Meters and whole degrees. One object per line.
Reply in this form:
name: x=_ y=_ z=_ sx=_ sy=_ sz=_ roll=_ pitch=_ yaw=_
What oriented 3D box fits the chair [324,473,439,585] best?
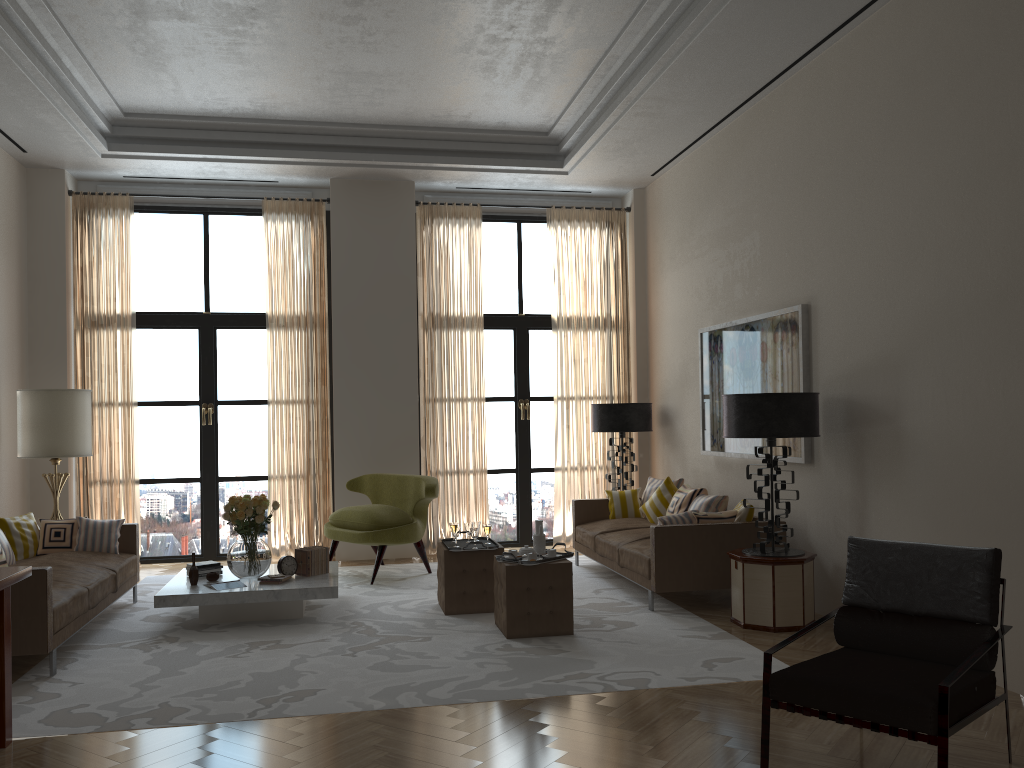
chair: x=-1.649 y=1.712 z=10.631 sx=1.029 sy=1.213 sz=1.791 roll=0 pitch=-2 yaw=-44

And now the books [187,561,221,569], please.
books: x=-3.049 y=1.787 z=8.760 sx=0.260 sy=0.030 sz=0.207 roll=1 pitch=-3 yaw=-44

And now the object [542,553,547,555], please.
object: x=0.289 y=1.503 z=7.822 sx=0.053 sy=0.025 sz=0.049 roll=1 pitch=-3 yaw=-44

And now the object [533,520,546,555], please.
object: x=0.241 y=1.368 z=7.907 sx=0.113 sy=0.305 sz=0.125 roll=-1 pitch=-1 yaw=26

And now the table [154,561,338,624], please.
table: x=-2.499 y=2.050 z=8.645 sx=1.583 sy=0.343 sz=1.501 roll=-1 pitch=-2 yaw=-11

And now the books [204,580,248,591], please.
books: x=-2.653 y=1.846 z=8.187 sx=0.281 sy=0.038 sz=0.384 roll=1 pitch=-3 yaw=-38

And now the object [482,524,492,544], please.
object: x=-0.239 y=1.470 z=8.682 sx=0.098 sy=0.191 sz=0.098 roll=-1 pitch=-1 yaw=15

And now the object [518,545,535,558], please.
object: x=0.127 y=1.465 z=7.793 sx=0.176 sy=0.105 sz=0.136 roll=0 pitch=-2 yaw=-15

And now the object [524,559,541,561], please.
object: x=0.165 y=1.492 z=7.486 sx=0.187 sy=0.015 sz=0.041 roll=0 pitch=-2 yaw=-24

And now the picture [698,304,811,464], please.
picture: x=2.490 y=0.046 z=9.330 sx=0.080 sy=1.480 sz=2.268 roll=-1 pitch=-2 yaw=-13

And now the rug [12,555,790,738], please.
rug: x=-1.181 y=2.158 z=8.484 sx=5.517 sy=0.065 sz=5.735 roll=-1 pitch=-2 yaw=-11

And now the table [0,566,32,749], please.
table: x=-3.363 y=1.521 z=3.222 sx=1.800 sy=1.026 sz=3.803 roll=-1 pitch=-2 yaw=-11

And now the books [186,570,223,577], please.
books: x=-3.041 y=1.869 z=8.767 sx=0.280 sy=0.035 sz=0.207 roll=1 pitch=-3 yaw=-44

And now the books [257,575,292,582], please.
books: x=-2.232 y=1.827 z=8.347 sx=0.255 sy=0.026 sz=0.202 roll=-2 pitch=-2 yaw=14

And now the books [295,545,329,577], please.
books: x=-1.974 y=1.744 z=8.744 sx=0.210 sy=0.264 sz=0.282 roll=-2 pitch=-2 yaw=39

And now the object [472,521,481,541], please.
object: x=-0.358 y=1.481 z=8.921 sx=0.098 sy=0.191 sz=0.098 roll=-2 pitch=-1 yaw=36

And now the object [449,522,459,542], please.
object: x=-0.578 y=1.482 z=8.842 sx=0.098 sy=0.191 sz=0.098 roll=0 pitch=-1 yaw=-28

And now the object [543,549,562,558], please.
object: x=0.348 y=1.478 z=7.742 sx=0.176 sy=0.067 sz=0.176 roll=-1 pitch=-2 yaw=-12

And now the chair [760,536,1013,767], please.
chair: x=1.927 y=1.416 z=4.507 sx=0.877 sy=1.135 sz=1.134 roll=-2 pitch=-2 yaw=44

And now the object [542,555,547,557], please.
object: x=0.318 y=1.503 z=7.801 sx=0.041 sy=0.015 sz=0.187 roll=-2 pitch=-3 yaw=30

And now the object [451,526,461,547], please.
object: x=-0.536 y=1.467 z=8.496 sx=0.098 sy=0.191 sz=0.098 roll=-1 pitch=-1 yaw=15

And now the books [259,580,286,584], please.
books: x=-2.242 y=1.851 z=8.344 sx=0.197 sy=0.024 sz=0.256 roll=-1 pitch=-2 yaw=6

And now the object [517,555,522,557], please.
object: x=0.055 y=1.483 z=7.602 sx=0.052 sy=0.027 sz=0.080 roll=-2 pitch=-2 yaw=36

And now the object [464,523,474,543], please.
object: x=-0.428 y=1.477 z=8.797 sx=0.098 sy=0.191 sz=0.098 roll=-1 pitch=-1 yaw=-11

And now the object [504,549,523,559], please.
object: x=0.008 y=1.467 z=7.649 sx=0.176 sy=0.067 sz=0.176 roll=0 pitch=-3 yaw=-35

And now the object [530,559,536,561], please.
object: x=0.176 y=1.489 z=7.452 sx=0.053 sy=0.025 sz=0.049 roll=-1 pitch=-2 yaw=-9

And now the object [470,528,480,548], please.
object: x=-0.350 y=1.459 z=8.374 sx=0.098 sy=0.191 sz=0.098 roll=-1 pitch=-1 yaw=-11

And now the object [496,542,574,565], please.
object: x=0.203 y=1.472 z=7.723 sx=0.441 sy=0.101 sz=0.720 roll=-3 pitch=-3 yaw=43

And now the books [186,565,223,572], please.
books: x=-3.044 y=1.815 z=8.769 sx=0.230 sy=0.024 sz=0.280 roll=-3 pitch=-3 yaw=44

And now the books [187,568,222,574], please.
books: x=-3.043 y=1.839 z=8.756 sx=0.207 sy=0.024 sz=0.262 roll=-3 pitch=-3 yaw=42

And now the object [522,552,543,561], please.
object: x=0.174 y=1.472 z=7.553 sx=0.176 sy=0.067 sz=0.176 roll=-1 pitch=-2 yaw=-9
